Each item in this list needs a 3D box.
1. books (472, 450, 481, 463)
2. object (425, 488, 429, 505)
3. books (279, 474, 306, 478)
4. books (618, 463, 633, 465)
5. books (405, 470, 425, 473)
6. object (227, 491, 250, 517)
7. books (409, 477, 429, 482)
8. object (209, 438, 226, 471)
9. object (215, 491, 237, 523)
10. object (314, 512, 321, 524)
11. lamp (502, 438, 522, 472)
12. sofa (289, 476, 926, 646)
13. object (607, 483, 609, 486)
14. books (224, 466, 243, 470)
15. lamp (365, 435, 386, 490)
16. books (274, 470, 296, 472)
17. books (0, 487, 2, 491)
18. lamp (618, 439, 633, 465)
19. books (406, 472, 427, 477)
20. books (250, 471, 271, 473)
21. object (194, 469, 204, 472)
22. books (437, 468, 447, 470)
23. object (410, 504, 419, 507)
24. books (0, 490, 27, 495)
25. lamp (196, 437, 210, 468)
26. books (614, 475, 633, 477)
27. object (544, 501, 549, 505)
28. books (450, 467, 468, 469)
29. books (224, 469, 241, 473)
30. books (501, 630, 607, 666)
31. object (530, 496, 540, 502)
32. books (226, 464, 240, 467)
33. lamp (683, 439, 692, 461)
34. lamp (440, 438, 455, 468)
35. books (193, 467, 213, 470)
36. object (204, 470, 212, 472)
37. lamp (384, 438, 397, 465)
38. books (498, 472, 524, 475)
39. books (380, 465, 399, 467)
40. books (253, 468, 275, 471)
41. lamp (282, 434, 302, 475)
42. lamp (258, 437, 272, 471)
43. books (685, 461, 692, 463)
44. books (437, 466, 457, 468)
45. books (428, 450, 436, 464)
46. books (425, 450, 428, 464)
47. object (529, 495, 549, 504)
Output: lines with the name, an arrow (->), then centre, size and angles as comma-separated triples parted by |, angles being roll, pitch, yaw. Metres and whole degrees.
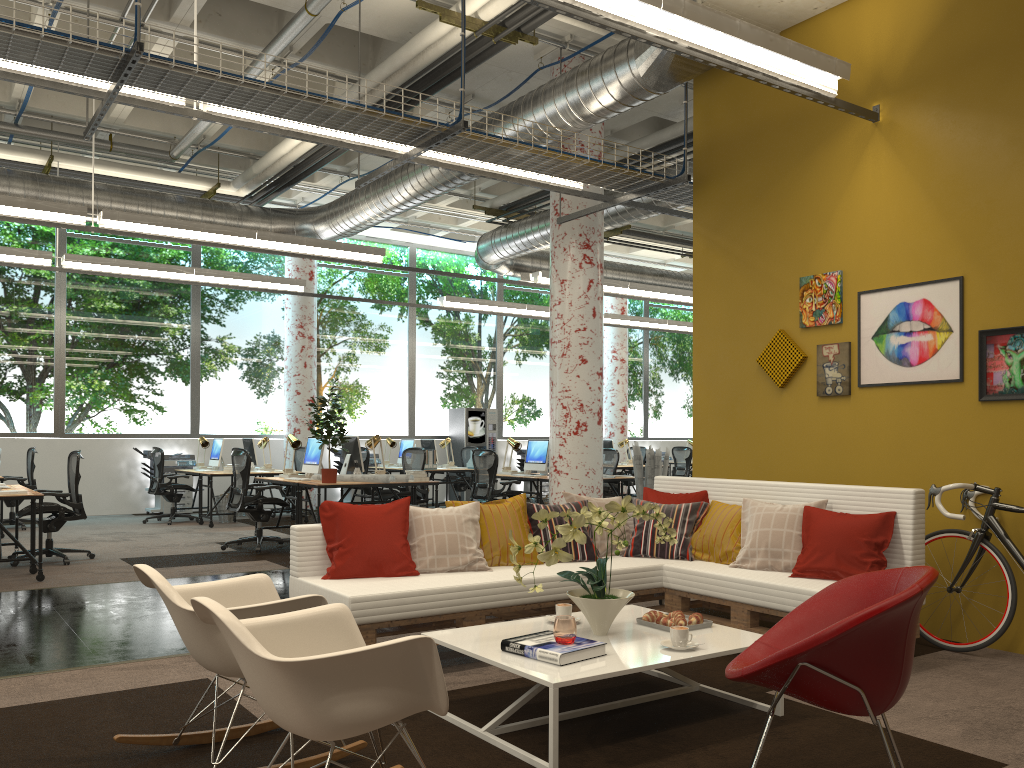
books -> -0.576, 1.234, 14.532 | 0.068, 0.310, 0.234 | 1, -2, -34
object -> -1.458, 1.911, 14.578 | 0.120, 0.403, 0.235 | 1, -1, -34
books -> -2.559, 1.074, 10.338 | 0.226, 0.038, 0.309 | 3, -4, -34
books -> 2.202, 1.547, 17.126 | 0.226, 0.038, 0.309 | 3, -4, -34
books -> -1.055, 0.952, 9.634 | 0.153, 0.030, 0.185 | 3, -4, -36
object -> -4.254, 1.835, 13.786 | 0.353, 0.434, 0.359 | 2, -2, -38
books -> -1.053, 1.030, 9.616 | 0.200, 0.050, 0.272 | 3, -4, -37
object -> -4.322, 1.037, 13.032 | 0.190, 0.485, 0.484 | 1, -2, -34
object -> -4.106, 1.772, 12.776 | 0.353, 0.434, 0.359 | 2, -2, -38
object -> -1.981, 1.561, 9.660 | 0.353, 0.434, 0.359 | 2, -2, -38
lamp -> -0.023, 1.044, 12.195 | 0.209, 0.610, 0.528 | 0, -2, -15
sofa -> 0.515, 1.028, 4.840 | 2.857, 0.930, 2.020 | 3, -4, -34
object -> 1.835, 2.068, 16.824 | 0.120, 0.403, 0.235 | 1, -1, -34
books -> -3.859, 1.164, 12.316 | 0.193, 0.044, 0.258 | -1, -4, 13
lamp -> -1.531, 0.874, 9.971 | 0.209, 0.610, 0.528 | 0, -2, -15
books -> -3.266, 1.254, 12.737 | 0.200, 0.024, 0.235 | -2, -4, 29
books -> -4.661, 0.928, 7.842 | 0.226, 0.038, 0.309 | 3, -4, -34
lamp -> 2.222, 1.365, 17.096 | 0.219, 0.610, 0.528 | 0, -2, -15
books -> -1.042, 0.984, 9.641 | 0.193, 0.044, 0.258 | 1, -4, -17
books -> -3.575, 1.245, 12.577 | 0.243, 0.019, 0.205 | -2, -4, 33
object -> -4.521, 1.263, 12.925 | 0.118, 0.017, 0.439 | 3, -4, -34
books -> -1.176, 1.359, 14.214 | 0.243, 0.019, 0.205 | -2, -4, 33
object -> -1.292, 1.558, 9.686 | 0.541, 0.454, 0.221 | 2, -2, -34
books -> -4.256, 0.914, 7.461 | 0.200, 0.024, 0.235 | -2, -4, 29
lamp -> -4.703, 1.106, 13.489 | 0.219, 0.610, 0.528 | 0, -2, -15
books -> 1.447, 1.197, 11.494 | 0.243, 0.019, 0.205 | 0, -4, 3
object -> 0.569, 1.709, 11.481 | 0.353, 0.434, 0.359 | 2, -2, -38
books -> -0.867, 1.368, 14.374 | 0.200, 0.024, 0.235 | -2, -4, 29
books -> -3.881, 1.210, 12.299 | 0.200, 0.050, 0.272 | 1, -4, -7
books -> 0.169, 1.072, 3.603 | 0.279, 0.048, 0.334 | 4, -5, -43
object -> 0.354, 1.783, 12.451 | 0.120, 0.403, 0.235 | 1, -1, -34
books -> -3.874, 1.133, 12.316 | 0.153, 0.030, 0.185 | 1, -4, -6
lamp -> 3.853, 1.513, 19.328 | 0.219, 0.610, 0.528 | 0, -2, -15
lamp -> -1.071, 1.208, 14.849 | 0.219, 0.610, 0.528 | 0, -2, -15
books -> -4.685, 1.285, 13.455 | 0.226, 0.038, 0.309 | 3, -4, -34
object -> -4.342, 1.239, 12.650 | 0.106, 0.029, 0.059 | 2, -4, -33
lamp -> -2.118, 1.229, 15.251 | 0.209, 0.610, 0.528 | 0, -2, -15
books -> -0.009, 1.222, 12.160 | 0.226, 0.038, 0.309 | 3, -4, -34
books -> -2.104, 1.407, 15.216 | 0.226, 0.038, 0.309 | 3, -4, -34
books -> -3.671, 1.267, 13.119 | 0.226, 0.038, 0.309 | 3, -4, -34
lamp -> -2.578, 0.895, 10.373 | 0.219, 0.610, 0.528 | 0, -2, -15
lamp -> -3.656, 1.085, 13.087 | 0.209, 0.610, 0.528 | 0, -2, -15
books -> 3.871, 1.692, 19.293 | 0.226, 0.038, 0.309 | 3, -4, -34
books -> -1.090, 1.390, 14.880 | 0.226, 0.038, 0.309 | 3, -4, -34
books -> -1.289, 1.200, 14.045 | 0.068, 0.310, 0.234 | 1, -2, -34
books -> -1.411, 1.194, 13.962 | 0.068, 0.310, 0.234 | 1, -2, -34
object -> 0.422, 1.773, 12.491 | 0.353, 0.434, 0.359 | 2, -2, -38
